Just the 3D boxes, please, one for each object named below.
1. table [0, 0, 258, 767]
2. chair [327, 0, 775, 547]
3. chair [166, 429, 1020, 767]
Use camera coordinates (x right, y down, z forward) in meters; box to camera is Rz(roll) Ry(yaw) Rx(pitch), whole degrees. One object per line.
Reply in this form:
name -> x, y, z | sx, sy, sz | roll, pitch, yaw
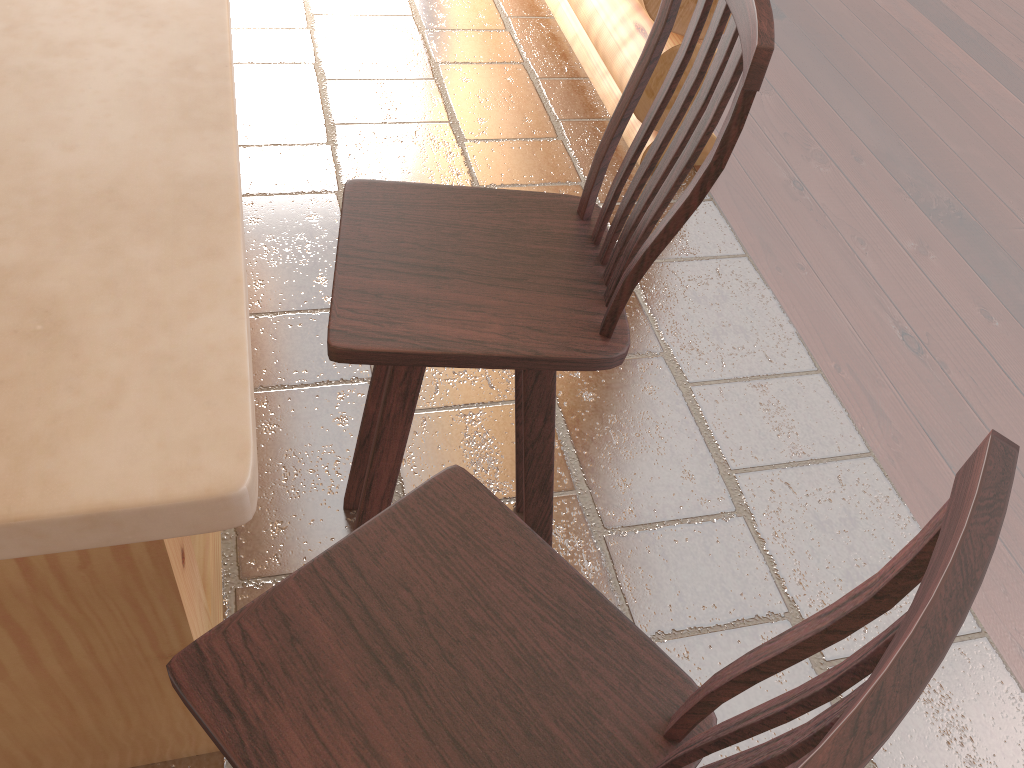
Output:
table -> -1.180, -0.634, 1.874 | 1.196, 1.257, 3.220 | -5, 49, -14
chair -> -0.046, -0.050, 1.479 | 0.504, 1.319, 0.406 | 2, 47, -8
chair -> -0.061, 0.451, 1.011 | 0.504, 1.319, 0.406 | 39, 53, 25
